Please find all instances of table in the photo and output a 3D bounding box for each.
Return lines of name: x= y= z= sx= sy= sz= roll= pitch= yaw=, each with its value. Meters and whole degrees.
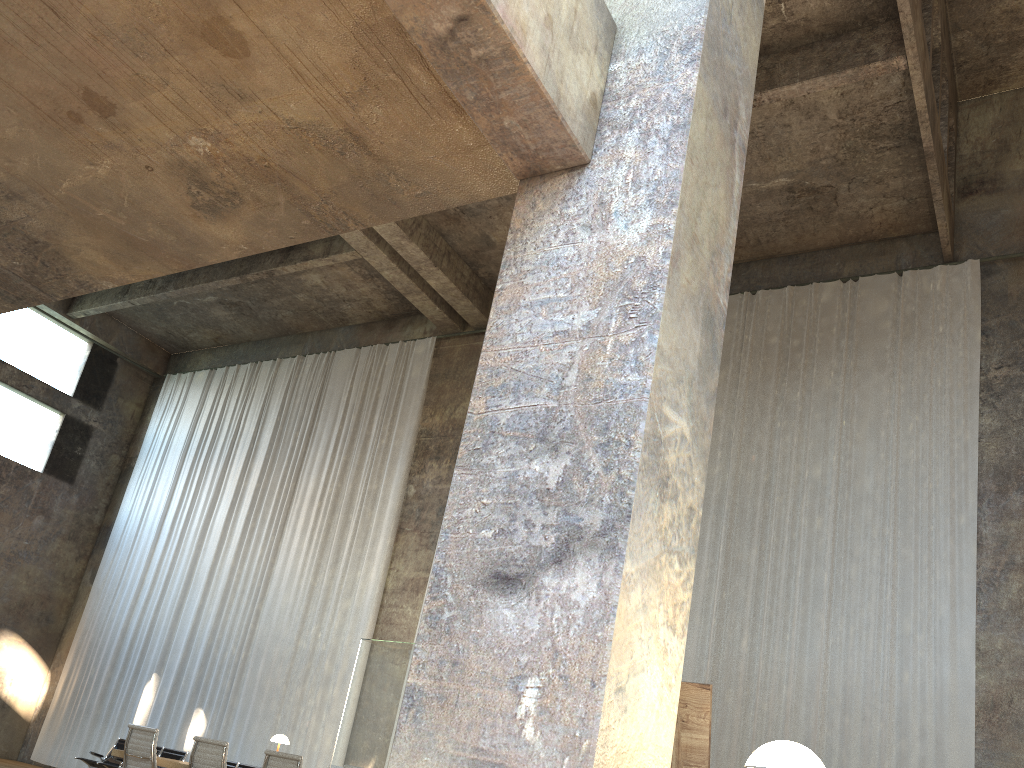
table: x=-0.387 y=4.026 z=7.244 sx=7.725 sy=0.727 sz=1.671 roll=-6 pitch=-30 yaw=32

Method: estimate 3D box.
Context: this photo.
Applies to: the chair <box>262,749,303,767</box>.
chair: x=-1.883 y=3.674 z=7.424 sx=0.669 sy=0.981 sz=0.726 roll=-6 pitch=-28 yaw=37

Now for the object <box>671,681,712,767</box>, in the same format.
object: x=0.431 y=1.676 z=3.533 sx=0.702 sy=2.053 sz=0.713 roll=-1 pitch=-24 yaw=31

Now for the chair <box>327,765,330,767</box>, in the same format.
chair: x=-2.037 y=4.426 z=9.037 sx=0.670 sy=0.981 sz=0.725 roll=-7 pitch=-29 yaw=39

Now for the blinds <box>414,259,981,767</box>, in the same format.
blinds: x=1.986 y=2.513 z=12.048 sx=7.850 sy=8.274 sz=0.286 roll=-4 pitch=-25 yaw=33

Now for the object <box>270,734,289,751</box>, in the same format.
object: x=-3.187 y=5.083 z=11.147 sx=0.580 sy=1.241 sz=0.677 roll=20 pitch=-23 yaw=-20

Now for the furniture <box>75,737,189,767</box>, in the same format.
furniture: x=-6.197 y=6.176 z=14.160 sx=1.874 sy=0.806 sz=0.739 roll=-5 pitch=-28 yaw=32

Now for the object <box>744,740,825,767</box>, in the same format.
object: x=0.688 y=1.629 z=2.428 sx=0.660 sy=1.241 sz=0.595 roll=-2 pitch=-25 yaw=32

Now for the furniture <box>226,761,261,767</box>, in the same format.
furniture: x=-4.167 y=5.971 z=12.901 sx=1.874 sy=0.806 sz=0.739 roll=-5 pitch=-28 yaw=32

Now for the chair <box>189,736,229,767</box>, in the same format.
chair: x=-2.664 y=3.752 z=7.906 sx=0.668 sy=0.981 sz=0.727 roll=-4 pitch=-27 yaw=35

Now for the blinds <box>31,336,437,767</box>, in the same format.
blinds: x=-5.385 y=3.257 z=16.621 sx=7.841 sy=8.274 sz=0.286 roll=-3 pitch=-25 yaw=32

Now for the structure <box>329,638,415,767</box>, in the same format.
structure: x=-0.387 y=1.982 z=3.898 sx=0.745 sy=1.480 sz=0.619 roll=-2 pitch=-25 yaw=32

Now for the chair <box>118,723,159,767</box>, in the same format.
chair: x=-3.469 y=3.835 z=8.408 sx=0.669 sy=0.981 sz=0.726 roll=-6 pitch=-28 yaw=37
